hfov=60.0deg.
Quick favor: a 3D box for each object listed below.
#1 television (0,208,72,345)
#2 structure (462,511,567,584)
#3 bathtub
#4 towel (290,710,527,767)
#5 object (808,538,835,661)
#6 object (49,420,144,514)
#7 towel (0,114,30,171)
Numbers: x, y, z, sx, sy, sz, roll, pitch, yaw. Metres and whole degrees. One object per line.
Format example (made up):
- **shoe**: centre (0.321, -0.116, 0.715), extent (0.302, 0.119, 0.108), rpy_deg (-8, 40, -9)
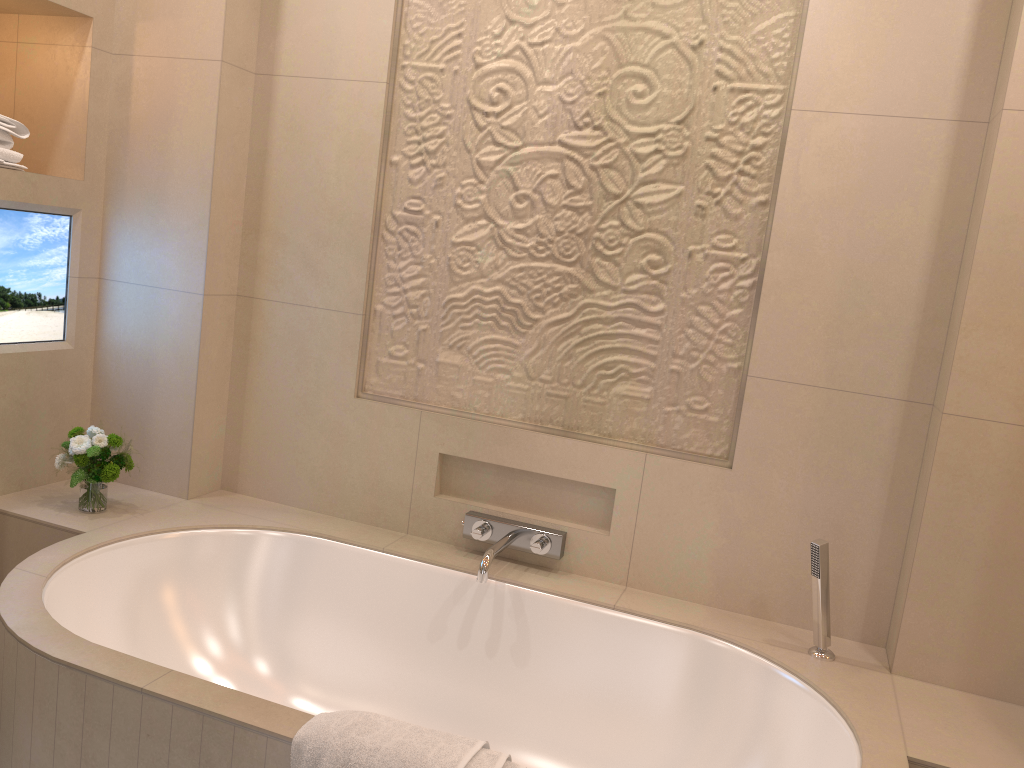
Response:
- **television**: centre (-1.370, -0.276, 2.271), extent (0.025, 0.360, 0.564), rpy_deg (10, 8, 18)
- **structure**: centre (-0.037, 0.432, 2.306), extent (0.290, 0.097, 0.259), rpy_deg (10, 8, 18)
- **bathtub**: centre (-0.205, 0.795, 1.972), extent (2.662, 0.540, 1.060), rpy_deg (10, 8, 18)
- **towel**: centre (-0.179, 0.787, 1.472), extent (0.374, 0.463, 0.453), rpy_deg (10, 9, 20)
- **object**: centre (0.708, 0.488, 2.016), extent (0.114, 0.280, 0.059), rpy_deg (3, 9, -27)
- **object**: centre (-1.122, 0.214, 2.395), extent (0.229, 0.252, 0.197), rpy_deg (3, 9, -30)
- **towel**: centre (-0.001, -0.678, 1.760), extent (3.195, 0.726, 0.517), rpy_deg (10, 8, 18)
